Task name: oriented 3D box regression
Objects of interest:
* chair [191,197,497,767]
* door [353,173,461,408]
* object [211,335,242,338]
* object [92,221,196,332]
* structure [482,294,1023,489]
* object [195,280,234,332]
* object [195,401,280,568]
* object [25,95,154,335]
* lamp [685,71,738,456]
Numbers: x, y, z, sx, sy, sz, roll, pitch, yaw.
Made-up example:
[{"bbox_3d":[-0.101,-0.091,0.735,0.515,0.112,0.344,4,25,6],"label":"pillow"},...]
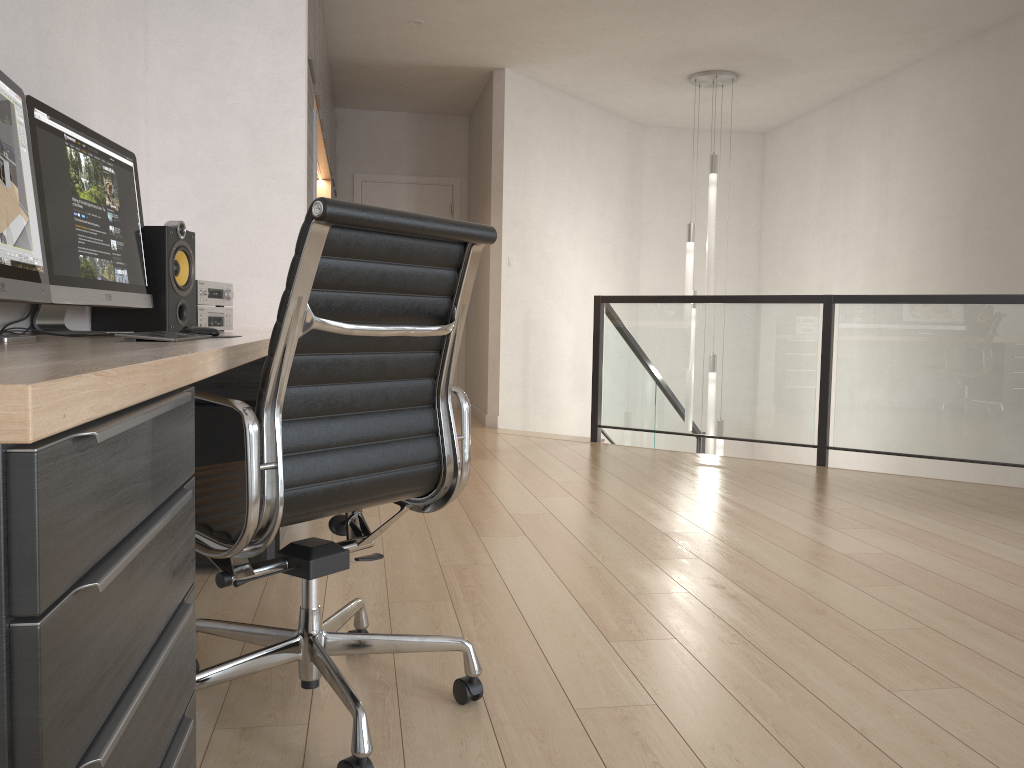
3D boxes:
[{"bbox_3d":[-0.432,0.174,1.763,0.699,0.991,0.664,4,5,41],"label":"chair"},{"bbox_3d":[-0.974,-0.840,8.174,0.974,2.136,0.085,0,4,-10],"label":"door"},{"bbox_3d":[-0.824,-0.125,2.319,0.200,0.002,0.250,0,4,-10],"label":"object"},{"bbox_3d":[-1.163,-0.341,2.821,0.249,0.354,0.198,1,4,5],"label":"object"},{"bbox_3d":[2.254,1.566,6.600,4.190,4.339,2.823,4,5,35],"label":"structure"},{"bbox_3d":[-1.149,-0.270,3.092,0.270,0.174,0.285,1,4,5],"label":"object"},{"bbox_3d":[-0.992,0.325,2.835,0.474,0.527,0.215,0,4,-10],"label":"object"},{"bbox_3d":[-1.116,-0.397,2.317,0.190,0.535,0.716,1,4,-5],"label":"object"},{"bbox_3d":[1.517,-1.476,6.804,0.359,6.725,0.359,3,4,27],"label":"lamp"}]
